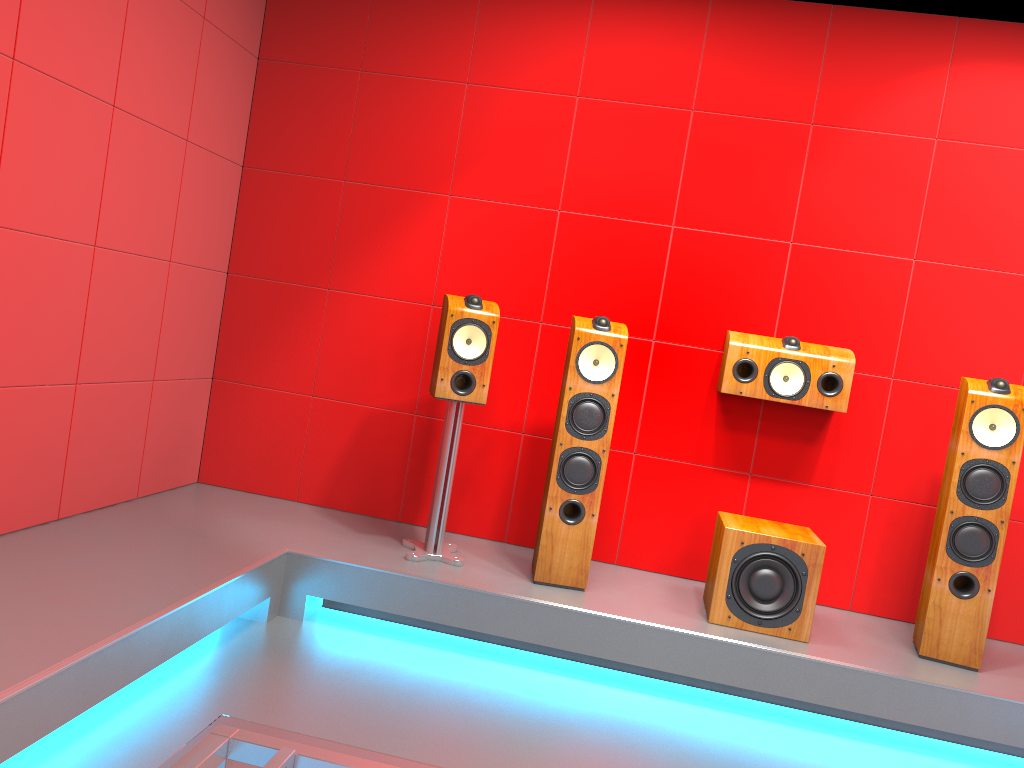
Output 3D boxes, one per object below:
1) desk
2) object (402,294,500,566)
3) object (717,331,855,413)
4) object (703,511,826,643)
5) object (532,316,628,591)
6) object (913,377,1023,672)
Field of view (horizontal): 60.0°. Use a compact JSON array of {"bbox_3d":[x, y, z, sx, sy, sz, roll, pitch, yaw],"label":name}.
[{"bbox_3d":[0.299,0.849,0.650,1.617,0.690,0.594,10,3,9],"label":"desk"},{"bbox_3d":[-0.240,0.168,3.553,0.231,1.058,0.265,9,3,-11],"label":"object"},{"bbox_3d":[1.125,-0.061,3.656,0.493,0.271,0.235,10,3,9],"label":"object"},{"bbox_3d":[0.948,0.723,3.377,0.360,0.360,0.360,10,3,9],"label":"object"},{"bbox_3d":[0.264,0.256,3.476,0.203,1.052,0.238,9,3,-1],"label":"object"},{"bbox_3d":[1.695,0.497,3.277,0.203,1.052,0.238,10,3,19],"label":"object"}]
